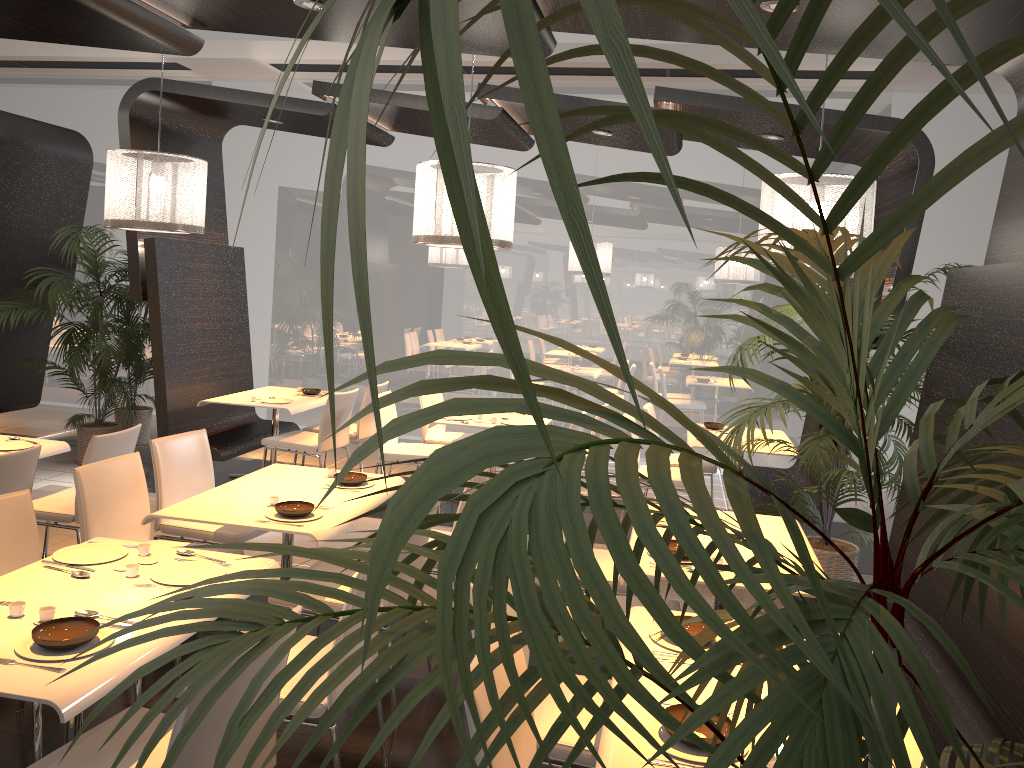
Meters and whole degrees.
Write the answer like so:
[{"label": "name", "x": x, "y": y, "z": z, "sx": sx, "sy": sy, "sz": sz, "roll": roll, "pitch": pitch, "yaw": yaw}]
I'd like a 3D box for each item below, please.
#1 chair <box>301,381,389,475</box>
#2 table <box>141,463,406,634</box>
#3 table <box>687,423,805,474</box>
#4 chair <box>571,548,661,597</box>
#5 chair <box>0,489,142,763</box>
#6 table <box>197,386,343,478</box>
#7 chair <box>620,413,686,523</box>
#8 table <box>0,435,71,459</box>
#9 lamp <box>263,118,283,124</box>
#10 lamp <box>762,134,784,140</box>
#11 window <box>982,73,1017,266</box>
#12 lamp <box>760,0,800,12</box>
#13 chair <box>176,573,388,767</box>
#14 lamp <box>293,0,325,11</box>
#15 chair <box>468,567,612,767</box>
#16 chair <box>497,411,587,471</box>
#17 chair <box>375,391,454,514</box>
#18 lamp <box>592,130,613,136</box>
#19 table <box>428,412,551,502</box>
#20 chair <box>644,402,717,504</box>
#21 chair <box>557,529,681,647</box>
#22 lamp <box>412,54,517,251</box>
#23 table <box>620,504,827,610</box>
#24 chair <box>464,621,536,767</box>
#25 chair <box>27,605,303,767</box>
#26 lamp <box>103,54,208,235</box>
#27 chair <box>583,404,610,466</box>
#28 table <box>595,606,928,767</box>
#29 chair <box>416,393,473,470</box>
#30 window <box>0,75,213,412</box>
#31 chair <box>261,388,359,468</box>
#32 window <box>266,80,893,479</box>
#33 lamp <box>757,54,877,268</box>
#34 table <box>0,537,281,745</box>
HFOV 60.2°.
[{"label": "chair", "x": -1.421, "y": 0.405, "z": 7.610, "sx": 0.606, "sy": 0.872, "sz": 0.485, "roll": 4, "pitch": 3, "yaw": 13}, {"label": "table", "x": -0.947, "y": 0.887, "z": 4.172, "sx": 1.054, "sy": 0.723, "sz": 1.152, "roll": 4, "pitch": 5, "yaw": 11}, {"label": "table", "x": 1.714, "y": 0.768, "z": 6.702, "sx": 0.801, "sy": 0.723, "sz": 1.152, "roll": 4, "pitch": 5, "yaw": 11}, {"label": "chair", "x": 0.407, "y": 0.887, "z": 4.248, "sx": 0.606, "sy": 0.872, "sz": 0.485, "roll": 5, "pitch": 3, "yaw": 18}, {"label": "chair", "x": -1.707, "y": 0.882, "z": 3.139, "sx": 0.606, "sy": 0.872, "sz": 0.485, "roll": 5, "pitch": 3, "yaw": 18}, {"label": "table", "x": -1.998, "y": 0.463, "z": 7.438, "sx": 0.801, "sy": 0.723, "sz": 1.152, "roll": 4, "pitch": 5, "yaw": 11}, {"label": "chair", "x": 1.094, "y": 0.679, "z": 6.506, "sx": 0.606, "sy": 0.872, "sz": 0.485, "roll": 4, "pitch": 3, "yaw": 13}, {"label": "table", "x": -3.034, "y": 0.717, "z": 4.571, "sx": 0.801, "sy": 0.723, "sz": 1.152, "roll": 4, "pitch": 5, "yaw": 11}, {"label": "lamp", "x": -1.988, "y": -2.206, "z": 7.362, "sx": 0.160, "sy": 0.054, "sz": 0.161, "roll": 5, "pitch": 6, "yaw": 16}, {"label": "lamp", "x": 1.950, "y": -1.857, "z": 6.602, "sx": 0.161, "sy": 0.055, "sz": 0.162, "roll": 4, "pitch": 6, "yaw": 5}, {"label": "window", "x": 3.513, "y": -0.550, "z": 4.678, "sx": 0.070, "sy": 3.964, "sz": 6.606, "roll": 4, "pitch": 5, "yaw": 11}, {"label": "lamp", "x": 1.130, "y": -1.609, "z": 3.728, "sx": 0.161, "sy": 0.050, "sz": 0.162, "roll": 5, "pitch": 6, "yaw": 16}, {"label": "chair", "x": -0.718, "y": 0.963, "z": 2.950, "sx": 0.605, "sy": 0.872, "sz": 0.485, "roll": 4, "pitch": 3, "yaw": 8}, {"label": "lamp", "x": -0.938, "y": -1.786, "z": 4.127, "sx": 0.161, "sy": 0.050, "sz": 0.162, "roll": 5, "pitch": 6, "yaw": 16}, {"label": "chair", "x": 0.157, "y": 1.032, "z": 2.778, "sx": 0.606, "sy": 0.867, "sz": 0.485, "roll": 5, "pitch": 3, "yaw": 18}, {"label": "chair", "x": 0.237, "y": 0.608, "z": 6.662, "sx": 0.606, "sy": 0.867, "sz": 0.485, "roll": 4, "pitch": 3, "yaw": 13}, {"label": "chair", "x": -0.769, "y": 0.530, "z": 6.841, "sx": 0.605, "sy": 0.872, "sz": 0.485, "roll": 4, "pitch": 3, "yaw": 8}, {"label": "lamp", "x": 0.700, "y": -1.959, "z": 6.843, "sx": 0.161, "sy": 0.055, "sz": 0.162, "roll": 4, "pitch": 6, "yaw": 5}, {"label": "table", "x": -0.148, "y": 0.615, "z": 7.069, "sx": 0.801, "sy": 0.723, "sz": 1.152, "roll": 4, "pitch": 5, "yaw": 11}, {"label": "chair", "x": 1.338, "y": 0.625, "z": 7.105, "sx": 0.606, "sy": 0.867, "sz": 0.485, "roll": 4, "pitch": 3, "yaw": 13}, {"label": "chair", "x": 0.383, "y": 0.960, "z": 3.579, "sx": 0.605, "sy": 0.872, "sz": 0.485, "roll": 4, "pitch": 3, "yaw": 8}, {"label": "lamp", "x": -0.252, "y": -1.816, "z": 5.502, "sx": 0.629, "sy": 1.925, "sz": 0.626, "roll": 5, "pitch": 3, "yaw": 39}, {"label": "table", "x": 0.885, "y": 1.039, "z": 3.803, "sx": 0.801, "sy": 0.723, "sz": 1.152, "roll": 4, "pitch": 5, "yaw": 11}, {"label": "chair", "x": 0.182, "y": 1.108, "z": 2.108, "sx": 0.606, "sy": 0.867, "sz": 0.485, "roll": 4, "pitch": 3, "yaw": 13}, {"label": "chair", "x": -0.919, "y": 1.024, "z": 2.284, "sx": 0.606, "sy": 0.872, "sz": 0.485, "roll": 5, "pitch": 3, "yaw": 18}, {"label": "lamp", "x": -2.340, "y": -1.987, "z": 5.905, "sx": 0.629, "sy": 1.925, "sz": 0.626, "roll": 5, "pitch": 3, "yaw": 39}, {"label": "chair", "x": 0.480, "y": 0.559, "z": 7.261, "sx": 0.606, "sy": 0.872, "sz": 0.485, "roll": 4, "pitch": 3, "yaw": 13}, {"label": "table", "x": 0.635, "y": 1.186, "z": 2.333, "sx": 0.801, "sy": 0.723, "sz": 1.152, "roll": 4, "pitch": 5, "yaw": 11}, {"label": "chair", "x": -0.481, "y": 0.474, "z": 7.480, "sx": 0.606, "sy": 0.867, "sz": 0.485, "roll": 5, "pitch": 3, "yaw": 18}, {"label": "window", "x": -6.574, "y": -1.810, "z": 10.568, "sx": 6.585, "sy": 3.970, "sz": 0.070, "roll": 4, "pitch": 2, "yaw": 11}, {"label": "chair", "x": -1.585, "y": 0.461, "z": 6.994, "sx": 0.606, "sy": 0.867, "sz": 0.485, "roll": 5, "pitch": 3, "yaw": 18}, {"label": "window", "x": 0.481, "y": -1.234, "z": 9.206, "sx": 6.585, "sy": 3.970, "sz": 0.070, "roll": 4, "pitch": 2, "yaw": 11}, {"label": "lamp", "x": 1.802, "y": -1.649, "z": 5.105, "sx": 0.629, "sy": 1.925, "sz": 0.626, "roll": 6, "pitch": 3, "yaw": 43}, {"label": "table", "x": -1.348, "y": 1.023, "z": 2.726, "sx": 0.801, "sy": 0.723, "sz": 1.152, "roll": 4, "pitch": 5, "yaw": 11}]
